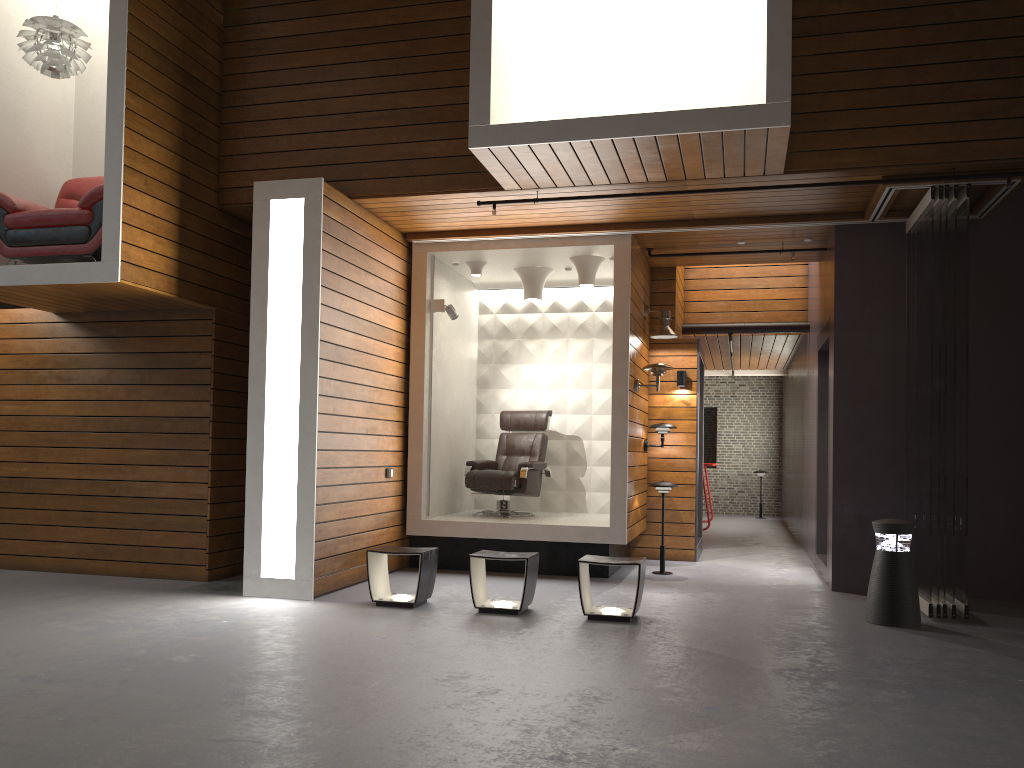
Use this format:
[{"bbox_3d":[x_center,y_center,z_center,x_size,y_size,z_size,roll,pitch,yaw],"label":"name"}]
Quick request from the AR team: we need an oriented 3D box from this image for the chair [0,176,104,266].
[{"bbox_3d":[-3.284,-1.277,6.906,1.200,0.936,0.955,0,-3,14],"label":"chair"}]

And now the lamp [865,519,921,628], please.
[{"bbox_3d":[2.566,1.257,5.963,0.348,0.695,0.349,0,-2,20],"label":"lamp"}]

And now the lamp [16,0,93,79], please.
[{"bbox_3d":[-3.388,-3.189,6.611,0.512,1.771,0.488,2,-2,-22],"label":"lamp"}]

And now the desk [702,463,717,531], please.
[{"bbox_3d":[2.731,1.725,13.795,0.844,0.983,1.720,0,-4,14],"label":"desk"}]

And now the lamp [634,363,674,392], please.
[{"bbox_3d":[1.295,-0.059,8.055,0.351,0.270,0.288,0,-3,14],"label":"lamp"}]

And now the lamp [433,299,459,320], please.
[{"bbox_3d":[-0.611,-0.694,8.246,0.249,0.188,0.129,2,-3,-17],"label":"lamp"}]

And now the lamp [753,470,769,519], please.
[{"bbox_3d":[4.442,1.964,15.806,0.287,0.861,0.288,1,-2,11],"label":"lamp"}]

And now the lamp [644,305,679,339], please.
[{"bbox_3d":[1.488,-0.627,8.797,0.346,0.330,0.295,0,-3,16],"label":"lamp"}]

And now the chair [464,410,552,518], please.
[{"bbox_3d":[-0.029,0.782,8.917,0.755,1.070,0.826,0,-3,29],"label":"chair"}]

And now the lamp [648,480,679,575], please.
[{"bbox_3d":[1.401,1.325,8.216,0.287,0.861,0.288,1,-2,0],"label":"lamp"}]

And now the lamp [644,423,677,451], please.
[{"bbox_3d":[1.495,0.533,8.904,0.326,0.296,0.288,0,-3,14],"label":"lamp"}]

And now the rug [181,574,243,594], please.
[{"bbox_3d":[-2.077,1.626,7.419,0.540,0.014,1.581,0,-5,14],"label":"rug"}]
